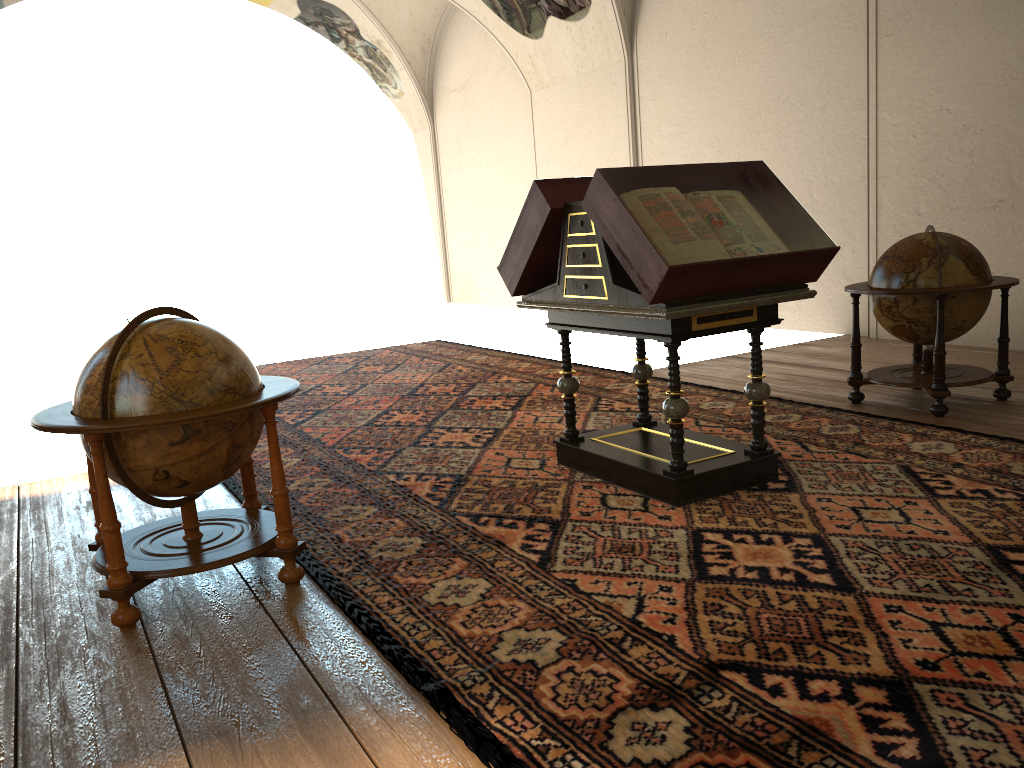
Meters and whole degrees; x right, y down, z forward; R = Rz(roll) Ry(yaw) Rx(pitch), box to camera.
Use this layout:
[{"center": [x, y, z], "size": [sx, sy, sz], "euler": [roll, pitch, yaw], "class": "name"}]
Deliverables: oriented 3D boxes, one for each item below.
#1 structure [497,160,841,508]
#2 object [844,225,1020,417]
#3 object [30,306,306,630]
[{"center": [0.926, -0.360, 5.706], "size": [1.243, 1.988, 1.887], "euler": [-10, 12, -27], "class": "structure"}, {"center": [3.395, -0.561, 7.229], "size": [1.279, 1.454, 1.274], "euler": [0, 12, 24], "class": "object"}, {"center": [-1.708, 0.329, 4.547], "size": [1.279, 1.454, 1.274], "euler": [-3, 11, 9], "class": "object"}]
